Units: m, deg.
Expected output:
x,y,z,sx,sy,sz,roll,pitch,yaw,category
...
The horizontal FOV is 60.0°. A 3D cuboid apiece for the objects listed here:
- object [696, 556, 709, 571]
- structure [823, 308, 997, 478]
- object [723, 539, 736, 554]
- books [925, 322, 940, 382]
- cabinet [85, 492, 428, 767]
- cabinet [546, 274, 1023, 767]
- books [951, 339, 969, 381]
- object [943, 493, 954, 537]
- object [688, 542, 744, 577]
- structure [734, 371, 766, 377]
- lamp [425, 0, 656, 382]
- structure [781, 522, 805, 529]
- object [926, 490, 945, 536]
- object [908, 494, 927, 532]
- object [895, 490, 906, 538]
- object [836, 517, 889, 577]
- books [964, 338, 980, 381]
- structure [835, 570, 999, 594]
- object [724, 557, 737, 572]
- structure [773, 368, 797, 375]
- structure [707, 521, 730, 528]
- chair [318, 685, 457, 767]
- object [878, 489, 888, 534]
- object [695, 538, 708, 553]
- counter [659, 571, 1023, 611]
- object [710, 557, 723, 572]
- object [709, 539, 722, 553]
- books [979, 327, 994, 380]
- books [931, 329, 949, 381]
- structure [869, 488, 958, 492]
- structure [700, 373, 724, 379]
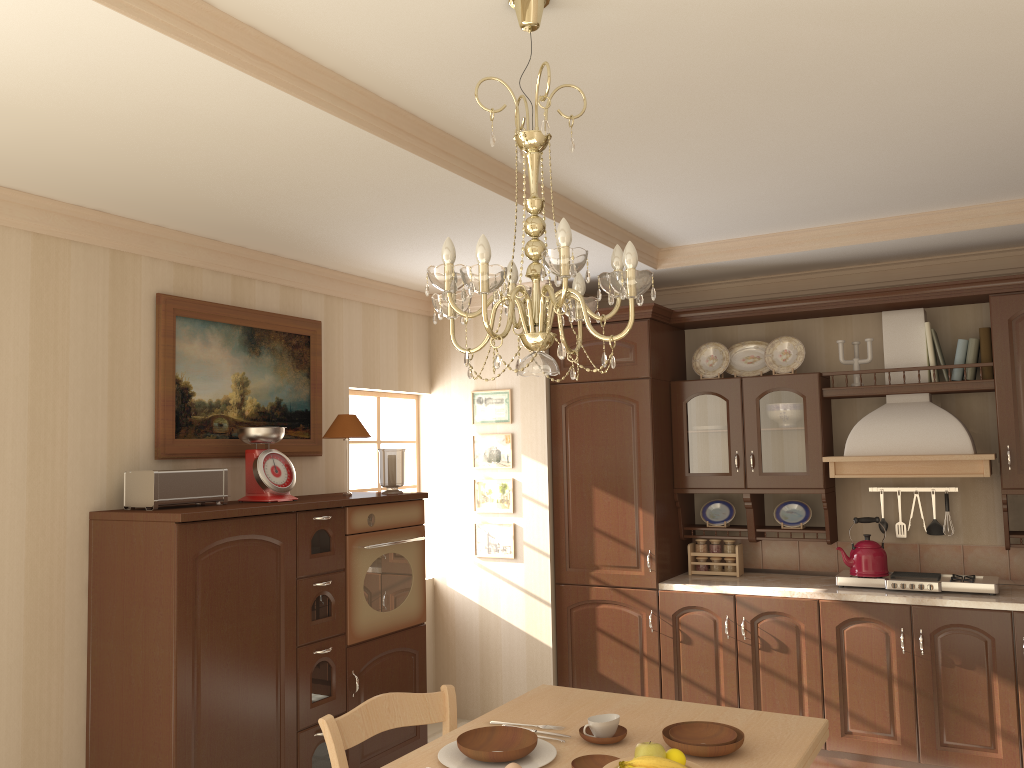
x,y,z,sx,sy,sz,roll,pitch,yaw,category
1.064,1.006,4.959,0.068,0.088,0.068,3,-6,-44,object
1.976,0.038,4.447,0.753,0.845,0.455,-4,-5,29,structure
1.203,0.898,4.901,0.068,0.088,0.068,3,-6,-44,object
2.132,-0.154,4.498,0.042,0.305,0.194,-4,-5,29,books
-0.980,1.183,3.829,0.538,1.349,1.513,-4,-5,29,cabinet
1.332,0.635,3.660,3.226,2.313,2.436,-4,-5,29,cabinet
2.243,-0.112,4.433,0.086,0.209,0.205,-4,-5,29,books
2.212,0.666,4.501,0.049,0.219,0.049,-2,-4,7,object
1.133,0.974,4.931,0.276,0.170,0.140,-3,-5,25,object
1.321,-0.094,4.931,0.154,0.126,0.080,-4,-5,29,structure
0.050,-0.503,2.064,0.501,0.982,0.502,-1,-4,-1,lamp
1.512,0.714,4.772,0.110,0.126,0.080,-4,-5,29,structure
2.165,0.658,4.543,0.088,0.236,0.028,-4,-5,29,object
2.084,0.665,4.574,0.089,0.195,0.005,-4,-5,29,object
2.018,0.676,4.612,0.051,0.245,0.003,-4,-5,29,object
1.743,0.800,4.377,0.227,0.282,0.181,2,-6,-37,object
2.283,-0.115,4.400,0.080,0.209,0.205,-4,-5,29,books
1.955,0.954,4.300,0.710,0.054,0.325,-4,-5,29,structure
1.206,0.998,4.894,0.068,0.088,0.068,3,-6,-44,object
1.469,-0.108,4.784,0.110,0.126,0.080,-4,-5,29,structure
1.155,0.738,4.975,0.110,0.126,0.080,-4,-5,29,structure
-0.188,1.304,2.363,0.462,0.846,0.517,3,-6,-44,chair
1.944,0.668,4.651,0.048,0.231,0.015,-4,-5,31,object
1.062,0.906,4.967,0.068,0.088,0.068,3,-6,-44,object
1.596,0.954,3.477,2.603,0.034,2.422,-4,-5,29,counter
1.135,1.002,4.926,0.068,0.088,0.068,3,-6,-44,object
1.132,0.902,4.934,0.068,0.088,0.068,3,-6,-44,object
2.341,-0.142,4.372,0.052,0.254,0.205,-4,-5,29,books
2.169,-0.138,4.483,0.068,0.271,0.194,-4,-5,29,books
2.076,0.547,4.595,0.422,0.020,0.008,-4,-5,29,structure
1.121,-0.085,4.980,0.110,0.126,0.080,-4,-5,29,structure
